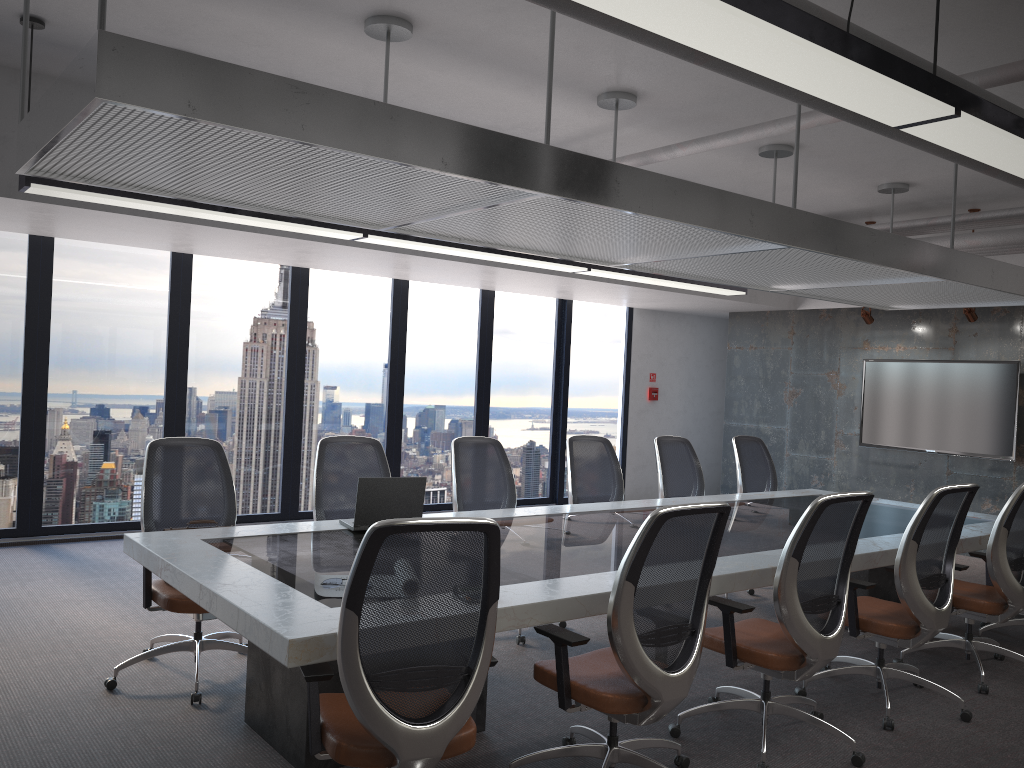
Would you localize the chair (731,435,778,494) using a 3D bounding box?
[{"bbox_3d":[2.207,1.039,7.371,0.828,1.166,0.789,3,0,17],"label":"chair"}]

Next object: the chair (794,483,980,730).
[{"bbox_3d":[1.897,1.042,4.511,0.828,1.166,0.789,3,0,17],"label":"chair"}]

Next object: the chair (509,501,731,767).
[{"bbox_3d":[0.394,0.978,3.358,0.828,1.166,0.789,3,0,17],"label":"chair"}]

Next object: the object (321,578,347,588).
[{"bbox_3d":[-0.618,0.745,3.310,0.200,0.036,0.049,3,0,-1],"label":"object"}]

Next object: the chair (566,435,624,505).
[{"bbox_3d":[0.731,0.976,6.350,0.828,1.166,0.789,3,0,23],"label":"chair"}]

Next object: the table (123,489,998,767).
[{"bbox_3d":[0.920,1.197,5.078,5.498,0.745,1.898,2,0,-37],"label":"table"}]

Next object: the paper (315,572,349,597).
[{"bbox_3d":[-0.556,0.733,3.374,0.379,0.069,0.348,3,0,-12],"label":"paper"}]

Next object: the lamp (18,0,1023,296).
[{"bbox_3d":[0.975,-1.329,5.003,6.097,0.908,4.126,2,0,-37],"label":"lamp"}]

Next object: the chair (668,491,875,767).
[{"bbox_3d":[1.145,1.010,3.934,0.828,1.166,0.789,3,0,17],"label":"chair"}]

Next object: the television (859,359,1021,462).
[{"bbox_3d":[4.971,0.267,8.281,0.101,0.960,3.667,2,0,-37],"label":"television"}]

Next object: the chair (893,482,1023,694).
[{"bbox_3d":[2.648,1.074,5.088,0.828,1.166,0.789,3,0,17],"label":"chair"}]

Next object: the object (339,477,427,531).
[{"bbox_3d":[-0.681,0.611,4.660,0.366,0.277,0.308,3,0,-27],"label":"object"}]

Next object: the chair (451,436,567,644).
[{"bbox_3d":[-0.047,0.944,5.641,0.828,1.166,0.789,3,0,17],"label":"chair"}]

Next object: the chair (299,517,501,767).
[{"bbox_3d":[-0.386,0.945,2.822,0.828,1.166,0.789,3,0,32],"label":"chair"}]

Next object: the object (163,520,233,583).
[{"bbox_3d":[-1.584,0.847,4.521,0.378,0.308,0.138,3,0,-26],"label":"object"}]

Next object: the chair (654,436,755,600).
[{"bbox_3d":[1.456,1.007,6.794,0.828,1.166,0.789,3,0,17],"label":"chair"}]

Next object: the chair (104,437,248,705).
[{"bbox_3d":[-1.550,0.880,4.487,0.828,1.166,0.789,3,0,17],"label":"chair"}]

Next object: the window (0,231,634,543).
[{"bbox_3d":[-2.160,0.054,8.776,9.225,2.670,0.121,2,0,-37],"label":"window"}]

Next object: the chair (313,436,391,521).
[{"bbox_3d":[-0.841,0.909,5.117,0.828,1.166,0.789,3,0,27],"label":"chair"}]

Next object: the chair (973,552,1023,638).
[{"bbox_3d":[3.399,1.105,5.665,0.828,1.166,0.789,3,0,17],"label":"chair"}]
